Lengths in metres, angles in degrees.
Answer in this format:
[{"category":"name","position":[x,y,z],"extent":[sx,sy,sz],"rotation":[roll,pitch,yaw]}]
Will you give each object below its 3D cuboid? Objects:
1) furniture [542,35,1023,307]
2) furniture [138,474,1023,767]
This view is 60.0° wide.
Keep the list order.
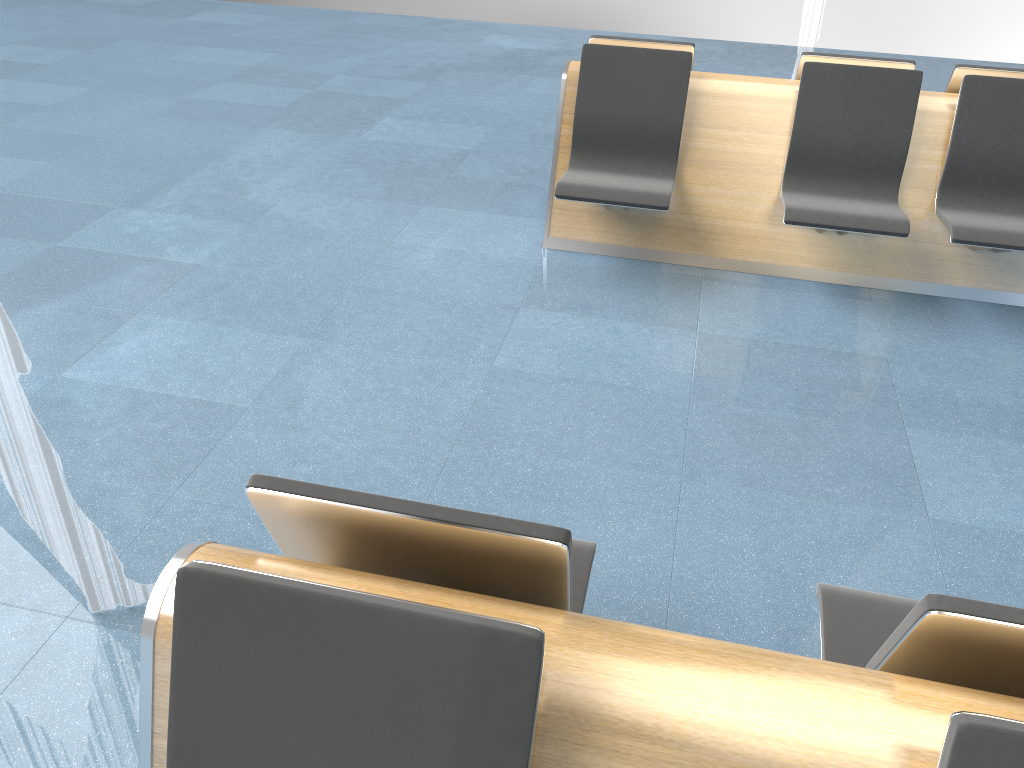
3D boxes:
[{"category":"furniture","position":[1.353,-1.055,4.132],"extent":[2.281,0.896,1.301],"rotation":[9,33,10]},{"category":"furniture","position":[0.594,0.715,1.304],"extent":[2.281,0.896,1.301],"rotation":[9,33,10]}]
